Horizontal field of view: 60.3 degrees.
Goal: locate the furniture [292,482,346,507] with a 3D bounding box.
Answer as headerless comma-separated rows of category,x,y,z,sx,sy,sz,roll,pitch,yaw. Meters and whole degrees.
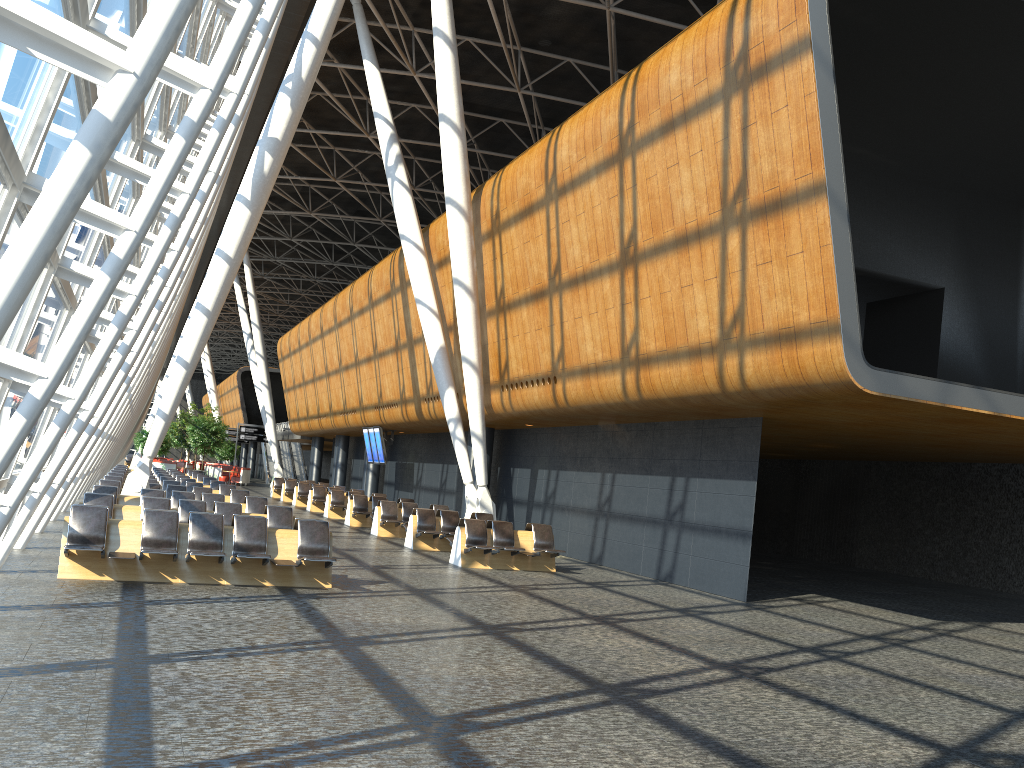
furniture,-7.192,4.199,33.074,1.904,0.867,1.660,7,-5,-23

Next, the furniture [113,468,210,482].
furniture,-12.203,3.482,30.668,3.265,0.867,1.660,8,-6,-23

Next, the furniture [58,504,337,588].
furniture,-3.974,2.096,11.361,3.265,0.867,1.660,8,-6,-23

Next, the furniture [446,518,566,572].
furniture,-0.138,3.011,16.525,1.904,0.867,1.660,7,-5,-23

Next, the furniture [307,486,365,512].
furniture,-6.017,4.001,30.316,1.904,0.867,1.660,7,-5,-23

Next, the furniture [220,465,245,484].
furniture,-17.174,5.449,53.262,2.818,1.007,0.895,1,-5,35

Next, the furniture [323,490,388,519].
furniture,-4.841,3.803,27.558,1.904,0.867,1.660,7,-5,-23

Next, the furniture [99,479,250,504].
furniture,-7.501,2.690,19.635,3.265,0.867,1.660,8,-6,-23

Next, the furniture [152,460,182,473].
furniture,-19.222,4.736,48.469,2.818,1.007,0.895,1,-5,35

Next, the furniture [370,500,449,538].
furniture,-2.490,3.407,22.042,1.904,0.867,1.660,7,-5,-23

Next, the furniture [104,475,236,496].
furniture,-8.677,2.888,22.393,3.265,0.867,1.660,8,-6,-23

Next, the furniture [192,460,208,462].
furniture,-33.201,8.580,94.094,1.904,0.867,1.660,7,-5,-23

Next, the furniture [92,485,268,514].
furniture,-6.325,2.492,16.877,3.265,0.867,1.660,8,-6,-23

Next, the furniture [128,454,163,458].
furniture,-35.861,7.466,86.171,3.265,0.867,1.660,8,-6,-23

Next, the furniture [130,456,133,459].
furniture,-29.983,6.476,72.380,3.265,0.867,1.660,8,-6,-23

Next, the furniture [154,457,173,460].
furniture,-26.357,6.048,66.212,0.886,1.005,2.849,4,-6,20

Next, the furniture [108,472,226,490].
furniture,-9.852,3.086,25.152,3.265,0.867,1.660,8,-6,-23

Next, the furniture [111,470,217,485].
furniture,-11.028,3.284,27.910,3.265,0.867,1.660,8,-6,-23

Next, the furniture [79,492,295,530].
furniture,-5.150,2.294,14.119,3.265,0.867,1.660,8,-6,-23

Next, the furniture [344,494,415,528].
furniture,-3.665,3.605,24.800,1.904,0.867,1.660,7,-5,-23

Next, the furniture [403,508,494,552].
furniture,-1.314,3.209,19.284,1.904,0.867,1.660,7,-5,-23

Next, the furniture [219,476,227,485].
furniture,-15.974,5.334,48.735,0.443,0.459,0.444,6,-3,-10

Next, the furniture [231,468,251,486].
furniture,-15.562,5.322,50.786,0.890,1.005,2.837,6,-6,-10

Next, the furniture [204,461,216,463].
furniture,-29.674,7.986,85.820,1.904,0.867,1.660,7,-5,-23

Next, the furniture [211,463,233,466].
furniture,-20.112,5.944,60.153,2.818,1.007,0.895,1,-5,35

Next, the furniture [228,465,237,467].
furniture,-18.500,5.816,57.677,0.890,1.005,2.837,6,-6,-10

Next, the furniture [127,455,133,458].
furniture,-32.334,6.872,77.897,3.265,0.867,1.660,8,-6,-23

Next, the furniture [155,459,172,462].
furniture,-22.159,5.230,55.360,2.818,1.007,0.895,1,-5,35

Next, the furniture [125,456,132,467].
furniture,-28.807,6.278,69.622,3.265,0.867,1.660,8,-6,-23

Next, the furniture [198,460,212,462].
furniture,-32.025,8.382,91.336,1.904,0.867,1.660,7,-5,-23

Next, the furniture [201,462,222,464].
furniture,-21.871,6.146,63.428,0.886,1.005,2.849,4,-6,20

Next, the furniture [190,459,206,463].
furniture,-34.376,8.778,96.852,1.904,0.867,1.660,7,-5,-23
